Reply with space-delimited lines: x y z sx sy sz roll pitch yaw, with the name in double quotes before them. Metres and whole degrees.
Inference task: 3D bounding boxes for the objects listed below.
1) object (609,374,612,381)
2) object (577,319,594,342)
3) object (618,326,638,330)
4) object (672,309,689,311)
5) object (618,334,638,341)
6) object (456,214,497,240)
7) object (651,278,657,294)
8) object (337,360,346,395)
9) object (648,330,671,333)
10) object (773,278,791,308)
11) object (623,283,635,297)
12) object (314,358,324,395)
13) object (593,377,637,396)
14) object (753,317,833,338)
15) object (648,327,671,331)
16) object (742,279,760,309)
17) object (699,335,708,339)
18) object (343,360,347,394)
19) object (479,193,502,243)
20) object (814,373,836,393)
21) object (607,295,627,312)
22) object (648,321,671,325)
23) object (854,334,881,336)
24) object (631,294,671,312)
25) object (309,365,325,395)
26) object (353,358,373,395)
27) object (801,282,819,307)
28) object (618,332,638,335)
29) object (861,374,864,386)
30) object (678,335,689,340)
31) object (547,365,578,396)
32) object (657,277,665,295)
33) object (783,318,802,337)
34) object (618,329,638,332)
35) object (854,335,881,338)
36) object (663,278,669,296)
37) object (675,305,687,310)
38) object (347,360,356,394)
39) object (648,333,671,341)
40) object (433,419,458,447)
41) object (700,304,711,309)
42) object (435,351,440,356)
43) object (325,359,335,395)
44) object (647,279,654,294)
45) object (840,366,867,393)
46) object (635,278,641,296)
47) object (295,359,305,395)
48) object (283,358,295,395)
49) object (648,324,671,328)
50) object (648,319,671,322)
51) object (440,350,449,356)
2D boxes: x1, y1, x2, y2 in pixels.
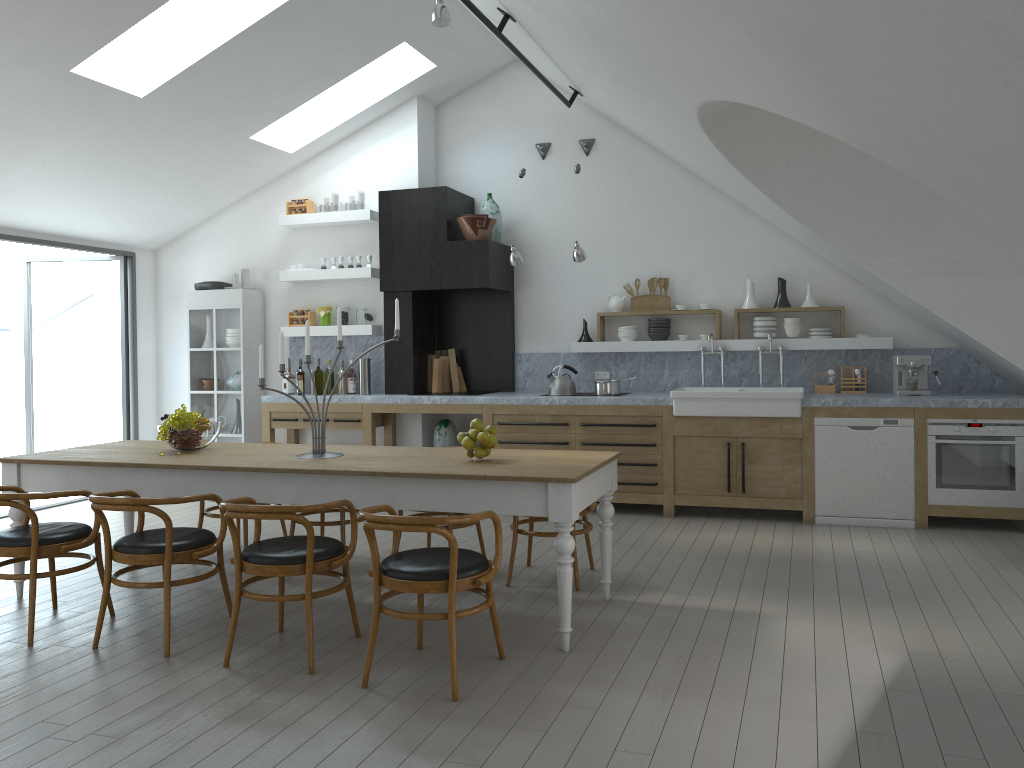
"object" 0.830 0.000 7.664 0.051 0.167 0.236 -1 2 14
"object" 0.679 -0.497 8.209 0.156 0.218 0.156 -1 1 0
"object" 1.058 -0.492 8.062 0.181 0.076 0.181 -2 2 -34
"object" 1.513 -0.658 7.931 0.164 0.012 0.164 1 3 36
"object" 1.055 -0.417 8.064 0.181 0.063 0.181 1 3 41
"object" -0.326 -1.404 8.080 0.348 0.236 0.366 0 2 36
"object" 1.284 -0.811 8.011 0.057 0.299 0.019 -1 1 18
"object" -1.602 -0.059 8.340 0.085 0.331 0.085 0 1 27
"object" 1.323 -0.448 7.974 0.205 0.086 0.205 -2 2 -34
"object" 2.331 -0.787 7.650 0.156 0.268 0.156 0 1 23
"object" 1.110 -0.795 8.087 0.199 0.259 0.016 0 1 29
"object" -1.813 -0.065 8.317 0.092 0.359 0.092 -1 1 -28
"object" 0.896 0.028 7.608 0.394 0.170 0.232 -1 2 -2
"object" 2.409 -0.482 7.612 0.657 0.196 0.198 0 2 18
"object" 1.324 -0.476 7.967 0.205 0.086 0.205 -2 2 -29
"object" 2.083 -0.787 7.736 0.156 0.268 0.156 -1 1 7
"object" 1.714 -0.413 7.868 0.098 0.048 0.098 0 2 16
"object" -1.620 -0.066 8.465 0.085 0.331 0.085 0 1 27
"object" -0.208 -1.552 8.385 0.231 0.503 0.231 -1 1 -30
"object" 2.651 -0.009 7.502 0.173 0.171 0.100 0 1 20
"object" 0.959 -0.737 8.121 0.168 0.169 0.174 -1 1 2
"object" 1.329 -0.523 7.974 0.206 0.084 0.205 -3 3 -44
"object" 2.978 -0.402 7.435 0.213 0.025 0.213 -1 2 6
"object" 1.255 -0.733 8.032 0.353 0.157 0.084 0 1 18
"object" -1.857 -0.044 8.518 0.184 0.286 0.184 0 1 42
"object" -1.393 -0.070 8.310 0.164 0.339 0.114 0 1 22
"object" 2.548 -0.763 7.588 0.156 0.218 0.156 -1 1 0
"object" 1.054 -0.440 8.064 0.181 0.065 0.181 -2 2 -34
"object" 2.927 -0.015 7.413 0.044 0.178 0.019 -1 1 -4
"object" 1.531 -0.413 7.929 0.098 0.048 0.098 0 2 16
"object" 0.438 -0.037 7.754 0.246 0.267 0.246 0 1 28
"object" 1.346 -0.811 7.993 0.067 0.298 0.039 -1 1 18
"object" 2.402 -0.483 7.589 0.154 0.160 0.158 -2 2 -43
"object" 1.057 -0.463 8.062 0.181 0.069 0.181 1 2 36
"object" 2.979 -0.393 7.435 0.213 0.025 0.213 -1 2 6
"object" 1.387 -0.812 7.998 0.057 0.294 0.030 -1 1 18
"object" 1.513 -0.681 7.931 0.098 0.048 0.098 0 2 16
"object" -1.523 -0.064 8.418 0.081 0.329 0.081 -1 1 -44
"object" 1.324 -0.422 7.974 0.205 0.072 0.206 -1 2 6
"object" -0.630 0.583 8.430 0.231 0.498 0.231 -1 1 -30
"object" 1.716 -0.681 7.863 0.098 0.048 0.098 0 2 16
"object" -0.722 -0.114 8.645 0.068 0.425 0.088 0 1 33
"object" -1.731 -0.065 8.404 0.092 0.339 0.092 0 1 36
"object" 1.258 -0.813 8.040 0.061 0.299 0.040 -1 1 16
"object" 2.865 -0.035 7.442 0.200 0.223 0.104 0 1 19
"object" 1.145 -0.813 8.078 0.055 0.299 0.027 -1 1 18
"object" -2.002 -0.061 8.377 0.093 0.359 0.092 -1 1 -37
"object" -2.145 -0.073 8.514 0.088 0.360 0.085 0 1 40
"object" 1.325 -0.498 7.973 0.205 0.072 0.206 -1 2 6
"object" 1.328 -0.551 7.977 0.205 0.080 0.205 0 2 21
"object" -0.656 -0.101 8.614 0.089 0.458 0.110 -1 1 18
